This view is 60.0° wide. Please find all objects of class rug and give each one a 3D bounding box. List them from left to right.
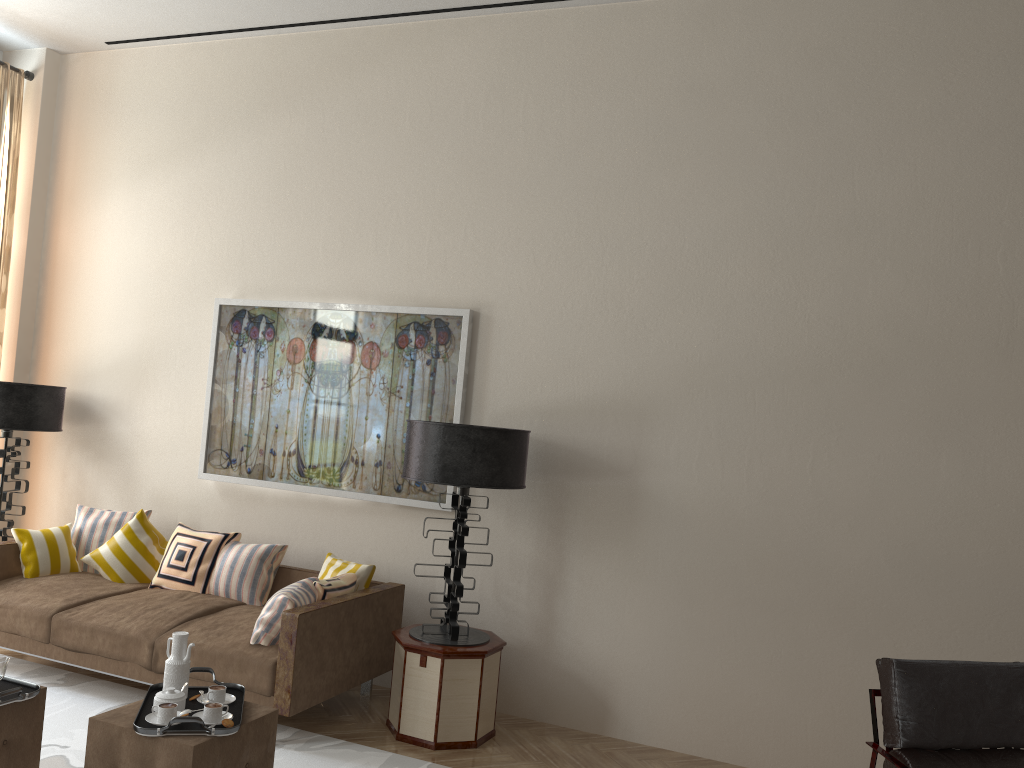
[{"bbox_3d":[-2.901,1.914,3.275,5.726,0.065,5.526,4,-3,22],"label":"rug"}]

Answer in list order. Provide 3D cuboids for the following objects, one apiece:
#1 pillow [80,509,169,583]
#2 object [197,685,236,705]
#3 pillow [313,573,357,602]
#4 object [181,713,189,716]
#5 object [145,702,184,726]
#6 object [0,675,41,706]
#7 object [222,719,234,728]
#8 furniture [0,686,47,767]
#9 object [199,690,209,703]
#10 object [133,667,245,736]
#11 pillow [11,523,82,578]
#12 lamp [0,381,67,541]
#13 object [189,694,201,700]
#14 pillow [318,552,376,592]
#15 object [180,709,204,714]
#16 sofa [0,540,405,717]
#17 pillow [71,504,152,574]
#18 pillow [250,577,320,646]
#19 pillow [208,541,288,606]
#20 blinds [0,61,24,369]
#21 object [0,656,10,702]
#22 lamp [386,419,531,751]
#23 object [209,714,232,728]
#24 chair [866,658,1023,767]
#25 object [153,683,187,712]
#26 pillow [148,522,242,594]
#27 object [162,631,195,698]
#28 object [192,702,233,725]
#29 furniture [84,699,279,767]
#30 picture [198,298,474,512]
[{"bbox_3d":[-2.952,1.291,6.946,0.768,0.617,0.355,6,-2,-24],"label":"pillow"},{"bbox_3d":[-1.391,1.464,4.178,0.176,0.067,0.176,4,-2,20],"label":"object"},{"bbox_3d":[-1.289,1.501,6.003,0.303,0.412,0.465,5,-2,20],"label":"pillow"},{"bbox_3d":[-1.431,1.452,3.855,0.052,0.027,0.080,6,-2,-21],"label":"object"},{"bbox_3d":[-1.493,1.426,3.842,0.176,0.067,0.176,5,-2,-3],"label":"object"},{"bbox_3d":[-2.564,1.354,4.024,0.801,0.092,0.491,4,-3,22],"label":"object"},{"bbox_3d":[-1.242,1.483,3.876,0.049,0.025,0.053,4,-2,23],"label":"object"},{"bbox_3d":[-2.597,1.699,4.025,0.613,0.616,0.614,5,-2,22],"label":"furniture"},{"bbox_3d":[-1.459,1.480,4.183,0.041,0.015,0.187,6,-3,-27],"label":"object"},{"bbox_3d":[-1.453,1.445,4.045,0.441,0.101,0.720,6,-3,-15],"label":"object"},{"bbox_3d":[-3.582,1.308,6.851,0.317,0.432,0.483,4,-2,32],"label":"pillow"},{"bbox_3d":[-4.295,0.991,7.437,0.829,2.017,0.831,5,-1,26],"label":"lamp"},{"bbox_3d":[-1.492,1.475,4.171,0.049,0.025,0.053,6,-2,-12],"label":"object"},{"bbox_3d":[-1.246,1.488,6.346,0.515,0.475,0.297,4,-2,43],"label":"pillow"},{"bbox_3d":[-1.412,1.461,3.980,0.041,0.026,0.187,4,-3,30],"label":"object"},{"bbox_3d":[-2.445,1.724,6.418,2.977,0.819,1.353,4,-2,22],"label":"sofa"},{"bbox_3d":[-3.293,1.286,7.165,0.623,0.576,0.355,5,-1,0],"label":"pillow"},{"bbox_3d":[-1.455,1.468,5.676,0.326,0.428,0.498,5,-2,10],"label":"pillow"},{"bbox_3d":[-2.051,1.464,6.674,0.659,0.565,0.371,5,-1,17],"label":"pillow"},{"bbox_3d":[-4.926,-0.445,7.532,0.418,4.872,1.243,5,-1,24],"label":"blinds"},{"bbox_3d":[-2.290,1.316,3.931,0.098,0.191,0.098,5,-1,21],"label":"object"},{"bbox_3d":[-0.378,1.277,5.873,0.829,2.017,0.831,5,-1,22],"label":"lamp"},{"bbox_3d":[-1.277,1.482,3.885,0.041,0.015,0.187,5,-3,8],"label":"object"},{"bbox_3d":[2.161,1.860,3.762,0.877,1.135,1.134,6,-2,-13],"label":"chair"},{"bbox_3d":[-1.551,1.424,4.020,0.136,0.105,0.176,5,-2,18],"label":"object"},{"bbox_3d":[-2.420,1.371,6.759,0.616,0.547,0.404,4,-2,25],"label":"pillow"},{"bbox_3d":[-1.575,1.329,4.179,0.113,0.305,0.125,6,-1,-31],"label":"object"},{"bbox_3d":[-1.326,1.457,3.929,0.176,0.067,0.176,4,-3,23],"label":"object"},{"bbox_3d":[-1.498,1.799,4.014,0.613,0.616,0.614,5,-2,22],"label":"furniture"},{"bbox_3d":[-1.419,0.115,6.872,2.265,1.480,0.080,4,-1,20],"label":"picture"}]
